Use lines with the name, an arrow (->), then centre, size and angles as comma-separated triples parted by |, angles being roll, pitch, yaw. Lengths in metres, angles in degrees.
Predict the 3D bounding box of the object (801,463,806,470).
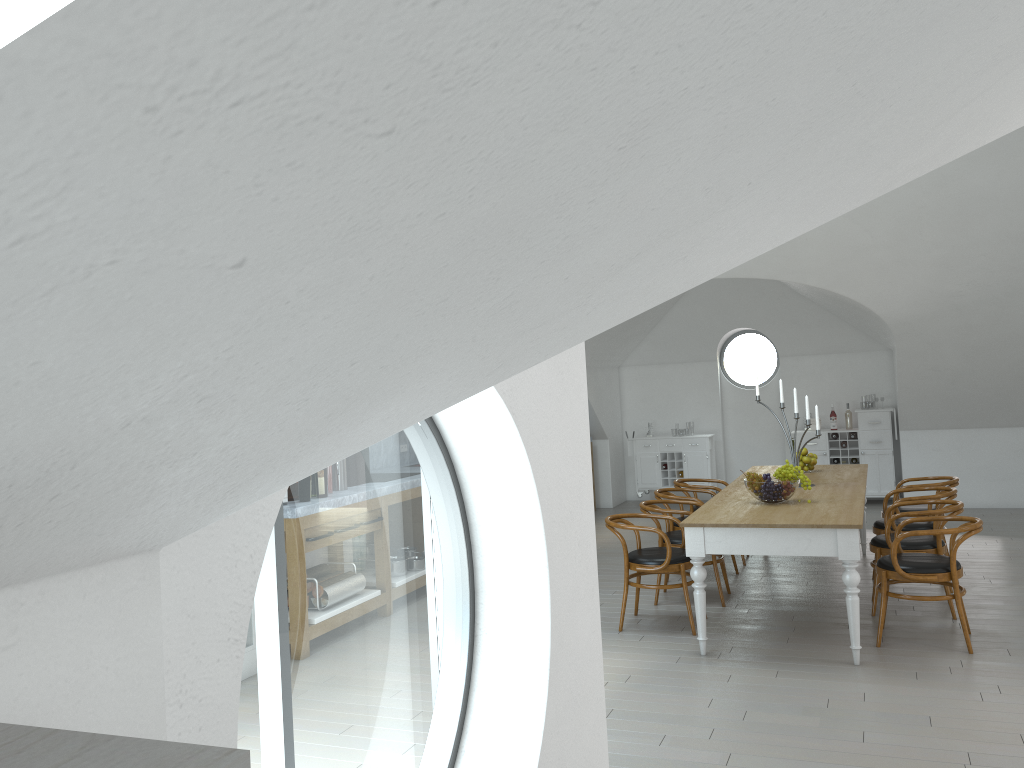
object -> 2.492, 0.708, 7.626 | 0.080, 0.074, 0.078 | -3, -1, -23

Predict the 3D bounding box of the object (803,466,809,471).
object -> 2.508, 0.721, 7.560 | 0.049, 0.050, 0.051 | -4, -1, 26

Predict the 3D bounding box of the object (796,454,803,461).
object -> 2.456, 0.630, 7.587 | 0.066, 0.071, 0.072 | -3, -1, -8

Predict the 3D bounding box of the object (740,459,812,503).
object -> 1.755, 0.651, 5.905 | 0.394, 0.284, 0.292 | -3, -1, -14

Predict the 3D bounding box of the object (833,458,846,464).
object -> 4.088, 0.951, 11.069 | 0.156, 0.085, 0.331 | -3, 0, 23

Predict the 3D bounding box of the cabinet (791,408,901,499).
cabinet -> 4.165, 0.907, 11.094 | 1.241, 1.155, 0.609 | -4, -2, 22

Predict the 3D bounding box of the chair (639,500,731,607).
chair -> 1.293, 1.256, 6.687 | 0.621, 0.735, 0.527 | -4, -1, 19

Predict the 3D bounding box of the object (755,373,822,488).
object -> 2.137, 0.339, 6.821 | 0.265, 0.876, 0.774 | -3, -1, -4

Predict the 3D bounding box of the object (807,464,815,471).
object -> 2.563, 0.711, 7.604 | 0.063, 0.063, 0.064 | -4, -1, 33

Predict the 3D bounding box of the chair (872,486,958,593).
chair -> 3.048, 1.160, 6.700 | 0.621, 0.735, 0.527 | -4, -1, 18

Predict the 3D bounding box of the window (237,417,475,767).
window -> -0.449, 0.648, 2.217 | 0.104, 1.472, 1.470 | -4, -1, 22

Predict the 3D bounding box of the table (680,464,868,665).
table -> 2.129, 1.175, 6.634 | 1.018, 0.799, 3.349 | -4, 0, 22

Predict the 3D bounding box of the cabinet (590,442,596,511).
cabinet -> -0.565, 1.342, 8.806 | 1.003, 1.023, 6.428 | -4, 0, 22

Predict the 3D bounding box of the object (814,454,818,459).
object -> 2.597, 0.631, 7.622 | 0.063, 0.063, 0.062 | -3, -1, -15

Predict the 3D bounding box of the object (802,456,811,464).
object -> 2.502, 0.644, 7.529 | 0.071, 0.064, 0.072 | -3, -1, 16

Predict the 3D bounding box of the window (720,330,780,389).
window -> 3.225, -0.332, 12.006 | 0.899, 0.901, 0.060 | -4, -2, 22

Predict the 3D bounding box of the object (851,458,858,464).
object -> 4.246, 0.945, 10.996 | 0.081, 0.081, 0.358 | -4, 0, 20

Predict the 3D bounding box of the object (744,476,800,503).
object -> 1.740, 0.715, 5.926 | 0.360, 0.160, 0.360 | -3, -1, 3

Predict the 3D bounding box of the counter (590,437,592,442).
counter -> -0.602, 0.523, 8.911 | 0.961, 0.620, 6.575 | -3, 0, 22

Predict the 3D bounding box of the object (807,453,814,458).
object -> 2.555, 0.617, 7.583 | 0.058, 0.057, 0.053 | -4, -1, 37

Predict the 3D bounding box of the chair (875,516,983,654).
chair -> 2.518, 1.183, 5.345 | 0.621, 0.735, 0.527 | -4, -2, 26

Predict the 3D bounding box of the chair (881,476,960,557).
chair -> 3.386, 1.145, 7.342 | 0.621, 0.735, 0.527 | -4, -2, 25

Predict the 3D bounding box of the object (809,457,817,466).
object -> 2.562, 0.661, 7.549 | 0.071, 0.072, 0.070 | -3, -1, -13

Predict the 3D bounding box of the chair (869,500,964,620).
chair -> 2.756, 1.173, 6.033 | 0.621, 0.735, 0.527 | -4, -2, 22

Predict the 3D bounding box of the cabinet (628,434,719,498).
cabinet -> 2.132, 1.088, 11.722 | 1.134, 0.790, 0.497 | -3, -2, 22

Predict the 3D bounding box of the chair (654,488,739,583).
chair -> 1.515, 1.247, 7.383 | 0.621, 0.735, 0.527 | -4, -2, 25

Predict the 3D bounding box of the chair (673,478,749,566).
chair -> 1.799, 1.235, 8.049 | 0.621, 0.735, 0.527 | -4, -1, 19

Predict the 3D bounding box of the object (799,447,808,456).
object -> 2.502, 0.580, 7.598 | 0.072, 0.074, 0.072 | -4, -1, 22

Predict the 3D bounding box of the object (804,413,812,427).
object -> 3.819, 0.468, 11.432 | 0.115, 0.209, 0.065 | -4, -2, 25

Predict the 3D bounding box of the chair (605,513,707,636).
chair -> 0.962, 1.271, 6.040 | 0.621, 0.735, 0.527 | -4, -2, 22

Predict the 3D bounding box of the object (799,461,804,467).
object -> 2.459, 0.684, 7.560 | 0.059, 0.056, 0.059 | -3, -1, 17
